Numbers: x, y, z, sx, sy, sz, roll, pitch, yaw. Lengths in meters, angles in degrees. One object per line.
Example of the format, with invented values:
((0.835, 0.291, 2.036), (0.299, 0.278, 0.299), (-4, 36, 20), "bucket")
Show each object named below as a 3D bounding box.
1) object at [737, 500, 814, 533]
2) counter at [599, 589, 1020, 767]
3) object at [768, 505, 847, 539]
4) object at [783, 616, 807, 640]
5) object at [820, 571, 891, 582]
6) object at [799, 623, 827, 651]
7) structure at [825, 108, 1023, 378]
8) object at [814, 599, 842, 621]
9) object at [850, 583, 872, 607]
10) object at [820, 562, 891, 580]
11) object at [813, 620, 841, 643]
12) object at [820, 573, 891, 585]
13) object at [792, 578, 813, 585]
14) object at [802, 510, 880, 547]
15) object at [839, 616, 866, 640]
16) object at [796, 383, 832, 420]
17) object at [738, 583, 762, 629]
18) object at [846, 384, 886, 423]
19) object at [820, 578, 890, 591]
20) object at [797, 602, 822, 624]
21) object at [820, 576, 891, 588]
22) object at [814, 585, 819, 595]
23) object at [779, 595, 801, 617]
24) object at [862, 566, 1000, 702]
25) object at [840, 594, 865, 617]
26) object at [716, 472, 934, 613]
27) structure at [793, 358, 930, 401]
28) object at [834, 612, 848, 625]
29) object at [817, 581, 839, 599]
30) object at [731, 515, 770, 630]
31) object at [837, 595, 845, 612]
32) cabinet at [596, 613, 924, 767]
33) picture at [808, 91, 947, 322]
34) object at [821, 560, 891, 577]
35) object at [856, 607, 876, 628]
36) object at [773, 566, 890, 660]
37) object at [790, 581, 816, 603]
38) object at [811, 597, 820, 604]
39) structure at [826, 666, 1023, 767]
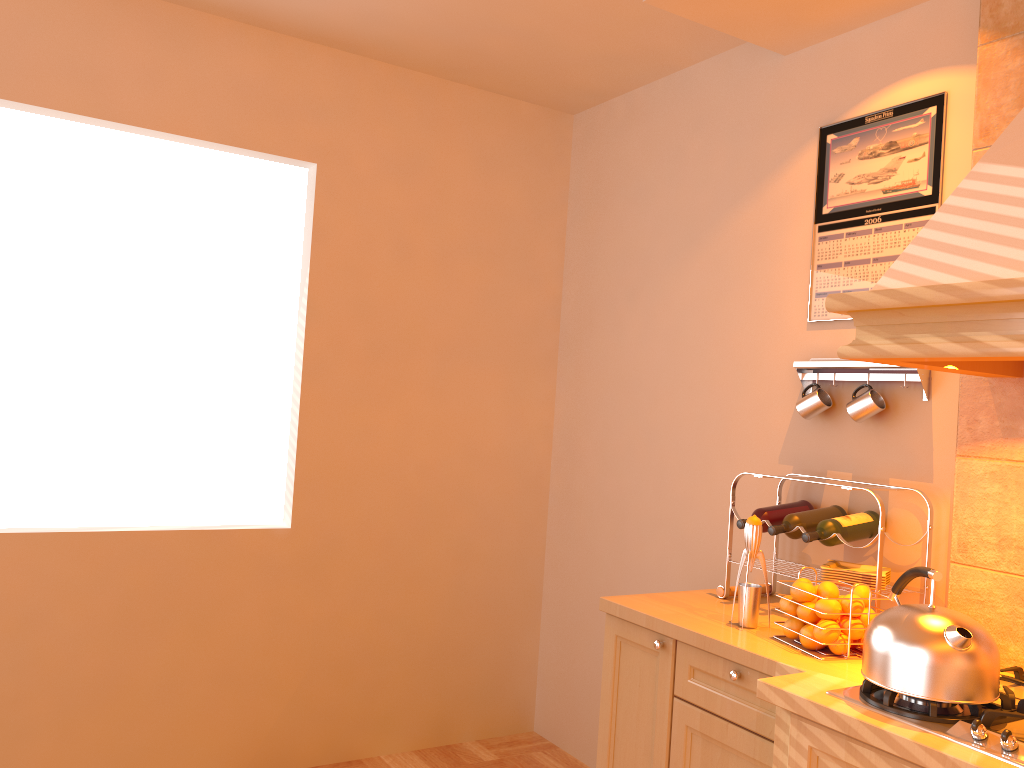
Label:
((0.765, 0.386, 2.589), (0.282, 0.095, 0.076), (5, -2, -31), "object")
((1.035, 0.658, 1.689), (0.770, 0.038, 2.250), (5, -2, -31), "counter")
((0.826, 0.388, 2.490), (0.282, 0.095, 0.076), (5, -2, -31), "object")
((0.686, 0.590, 2.146), (0.060, 0.057, 0.052), (3, -1, 20), "object")
((0.906, 0.503, 2.338), (0.163, 0.011, 0.172), (3, -2, 28), "object")
((0.714, 0.596, 2.092), (0.064, 0.063, 0.074), (3, -2, 39), "object")
((0.289, -0.596, 0.241), (1.061, 1.148, 4.091), (3, -2, 32), "structure")
((0.735, 0.524, 2.063), (0.061, 0.052, 0.053), (3, -2, 32), "object")
((0.834, 0.507, 2.121), (0.050, 0.060, 0.059), (3, -1, 18), "object")
((0.906, 0.496, 2.338), (0.163, 0.011, 0.172), (3, -2, 28), "object")
((0.723, 0.569, 2.037), (0.061, 0.054, 0.052), (4, -1, -4), "object")
((0.905, 0.509, 2.338), (0.163, 0.011, 0.172), (3, -2, 28), "object")
((0.712, 0.506, 2.178), (0.052, 0.060, 0.057), (4, -1, 7), "object")
((0.886, 0.389, 2.391), (0.282, 0.095, 0.076), (5, -2, -31), "object")
((0.789, 0.566, 2.060), (0.061, 0.055, 0.051), (4, -1, -2), "object")
((0.894, 0.052, 2.625), (0.066, 0.111, 0.103), (5, -2, -38), "object")
((0.610, 0.571, 2.285), (0.060, 0.106, 0.060), (3, -1, 26), "object")
((0.987, 0.055, 2.473), (0.066, 0.111, 0.103), (5, -2, -38), "object")
((0.904, 0.523, 2.337), (0.163, 0.011, 0.172), (3, -2, 28), "object")
((0.708, 0.545, 2.110), (0.062, 0.053, 0.052), (4, -1, -10), "object")
((0.905, 0.516, 2.338), (0.163, 0.011, 0.172), (3, -2, 28), "object")
((0.763, 0.522, 2.193), (0.063, 0.051, 0.053), (4, -1, -26), "object")
((0.683, 0.543, 2.166), (0.053, 0.051, 0.063), (4, -1, -13), "object")
((0.813, 0.469, 1.728), (0.242, 0.215, 0.251), (5, -2, -44), "object")
((0.794, 0.516, 2.067), (0.051, 0.053, 0.063), (3, -2, 32), "object")
((0.857, 0.454, 2.444), (0.221, 0.379, 0.572), (5, -2, -31), "object")
((0.985, -0.019, 2.530), (0.069, 0.118, 0.405), (5, -2, -31), "structure")
((0.772, 0.562, 2.086), (0.051, 0.053, 0.062), (3, -1, 27), "object")
((0.758, 0.500, 2.128), (0.051, 0.053, 0.063), (3, -1, 20), "object")
((0.609, 0.480, 2.299), (0.101, 0.288, 0.088), (5, -2, -31), "object")
((0.798, 0.535, 2.138), (0.055, 0.051, 0.061), (3, -1, 13), "object")
((1.004, 1.087, 1.326), (1.141, 0.840, 2.850), (5, -2, -31), "cabinet")
((1.041, -0.490, 2.558), (0.009, 0.605, 0.417), (5, -2, -31), "picture")
((0.906, 0.490, 2.338), (0.163, 0.011, 0.172), (3, -2, 28), "object")
((0.834, 0.555, 2.100), (0.061, 0.054, 0.053), (4, -1, -25), "object")
((0.765, 0.544, 2.123), (0.189, 0.174, 0.207), (4, -1, -16), "object")
((0.699, 0.500, 2.127), (0.053, 0.051, 0.063), (4, -1, -24), "object")
((0.740, 0.545, 2.156), (0.064, 0.053, 0.051), (3, -1, 21), "object")
((1.039, 0.613, 1.544), (0.494, 0.051, 0.797), (5, -2, -31), "structure")
